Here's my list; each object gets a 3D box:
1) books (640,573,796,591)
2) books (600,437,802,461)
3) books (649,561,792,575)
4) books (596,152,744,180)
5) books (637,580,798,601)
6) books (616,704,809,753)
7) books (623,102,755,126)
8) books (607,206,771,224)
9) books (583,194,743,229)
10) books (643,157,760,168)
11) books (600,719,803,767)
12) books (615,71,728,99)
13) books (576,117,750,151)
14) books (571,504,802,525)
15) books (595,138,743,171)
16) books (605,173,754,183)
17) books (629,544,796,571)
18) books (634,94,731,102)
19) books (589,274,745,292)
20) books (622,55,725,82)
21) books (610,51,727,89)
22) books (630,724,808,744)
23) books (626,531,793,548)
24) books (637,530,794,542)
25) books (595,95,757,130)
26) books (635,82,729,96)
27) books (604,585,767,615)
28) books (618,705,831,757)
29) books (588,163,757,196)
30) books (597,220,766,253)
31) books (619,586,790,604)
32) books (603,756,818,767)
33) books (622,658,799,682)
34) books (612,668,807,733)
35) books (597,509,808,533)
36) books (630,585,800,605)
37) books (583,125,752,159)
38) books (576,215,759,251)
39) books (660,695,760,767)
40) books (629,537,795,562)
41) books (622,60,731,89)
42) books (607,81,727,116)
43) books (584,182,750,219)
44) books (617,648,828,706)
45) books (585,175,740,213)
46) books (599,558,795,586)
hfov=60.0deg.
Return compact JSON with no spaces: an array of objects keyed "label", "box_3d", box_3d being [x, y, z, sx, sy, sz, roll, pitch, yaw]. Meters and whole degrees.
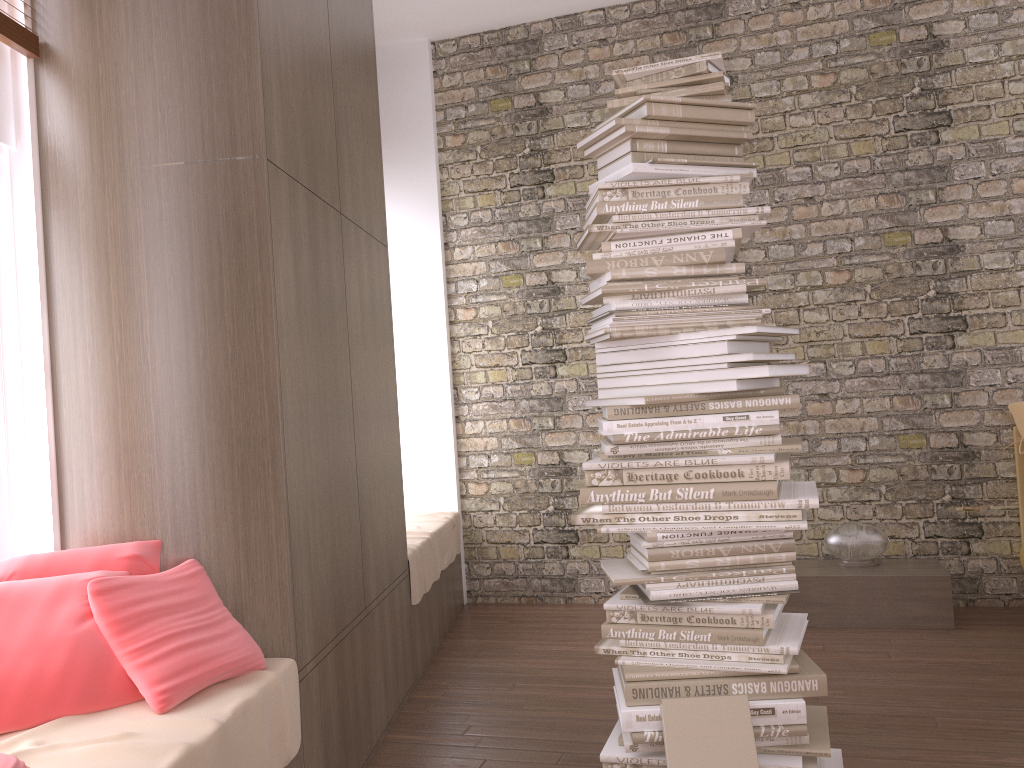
[{"label":"books","box_3d":[0.554,0.533,2.518,0.405,0.018,0.300,-4,-1,-2]},{"label":"books","box_3d":[0.556,0.188,2.573,0.542,0.020,0.320,-4,-1,18]},{"label":"books","box_3d":[0.561,0.501,2.532,0.385,0.008,0.274,-4,-1,-2]},{"label":"books","box_3d":[0.462,-0.627,2.605,0.371,0.036,0.211,-3,-1,-22]},{"label":"books","box_3d":[0.560,0.554,2.512,0.396,0.024,0.310,-4,-1,-2]},{"label":"books","box_3d":[0.536,0.930,2.467,0.469,0.028,0.368,-4,-1,3]},{"label":"books","box_3d":[0.476,-0.746,2.581,0.351,0.036,0.275,-3,-1,-22]},{"label":"books","box_3d":[0.486,-0.461,2.584,0.434,0.019,0.324,-4,-1,-2]},{"label":"books","box_3d":[0.424,-0.486,2.569,0.401,0.035,0.315,-4,-1,-2]},{"label":"books","box_3d":[0.486,-0.606,2.574,0.351,0.010,0.284,-3,-1,-22]},{"label":"books","box_3d":[0.535,0.973,2.455,0.510,0.020,0.399,-4,-1,18]},{"label":"books","box_3d":[0.468,-0.847,2.589,0.303,0.015,0.202,-4,-1,18]},{"label":"books","box_3d":[0.434,-0.714,2.577,0.435,0.019,0.248,-3,-1,-22]},{"label":"books","box_3d":[0.516,0.358,2.567,0.612,0.028,0.399,-4,-1,18]},{"label":"books","box_3d":[0.460,-0.665,2.606,0.371,0.036,0.211,-3,-1,-22]},{"label":"books","box_3d":[0.463,-0.566,2.593,0.416,0.015,0.245,-4,-1,-2]},{"label":"books","box_3d":[0.555,0.476,2.514,0.396,0.024,0.310,-4,-1,-2]},{"label":"books","box_3d":[0.476,-0.792,2.585,0.272,0.023,0.201,-4,-1,-2]},{"label":"books","box_3d":[0.442,-0.288,2.569,0.395,0.009,0.233,-4,-1,-7]},{"label":"books","box_3d":[0.476,-0.891,2.579,0.277,0.008,0.216,-4,-1,18]},{"label":"books","box_3d":[0.460,-0.902,2.590,0.313,0.014,0.204,-4,-1,18]},{"label":"books","box_3d":[0.538,0.900,2.432,0.442,0.025,0.346,-4,-1,3]},{"label":"books","box_3d":[0.546,0.420,2.520,0.405,0.018,0.300,-4,-1,-2]},{"label":"books","box_3d":[0.550,0.398,2.515,0.396,0.024,0.310,-4,-1,-2]},{"label":"books","box_3d":[0.469,-0.773,2.573,0.366,0.012,0.287,-3,-1,-22]},{"label":"books","box_3d":[0.486,-0.834,2.592,0.258,0.010,0.183,-4,-1,3]},{"label":"books","box_3d":[0.511,0.601,2.520,0.422,0.016,0.330,-4,-1,23]},{"label":"books","box_3d":[0.593,0.949,2.463,0.542,0.020,0.320,-4,-1,18]},{"label":"books","box_3d":[0.460,-0.586,2.572,0.404,0.026,0.266,-3,-1,-22]},{"label":"books","box_3d":[0.474,-0.420,2.551,0.416,0.012,0.324,-4,-1,-2]},{"label":"books","box_3d":[0.559,0.581,2.523,0.448,0.016,0.264,-4,-1,23]},{"label":"books","box_3d":[0.563,1.005,2.473,0.542,0.046,0.421,-4,-1,18]},{"label":"books","box_3d":[0.530,0.758,2.496,0.450,0.022,0.364,-4,-1,3]},{"label":"books","box_3d":[0.526,0.858,2.455,0.469,0.057,0.364,-4,-1,3]},{"label":"books","box_3d":[0.552,0.379,2.521,0.542,0.016,0.423,-4,-1,18]},{"label":"books","box_3d":[0.553,0.570,2.506,0.413,0.006,0.322,-4,-1,-2]},{"label":"books","box_3d":[0.448,-0.693,2.576,0.412,0.019,0.259,-3,-1,-22]},{"label":"books","box_3d":[0.436,-0.436,2.575,0.470,0.022,0.306,-4,-1,-2]},{"label":"books","box_3d":[0.494,0.967,2.159,0.218,0.363,0.246,-4,-1,3]},{"label":"books","box_3d":[0.553,0.446,2.514,0.396,0.033,0.310,-4,-1,-2]},{"label":"books","box_3d":[0.480,-0.871,2.589,0.260,0.029,0.193,-4,-1,33]},{"label":"books","box_3d":[0.459,-0.815,2.594,0.327,0.023,0.198,-4,-1,18]},{"label":"books","box_3d":[0.439,-0.523,2.591,0.416,0.035,0.323,-4,-1,-2]},{"label":"books","box_3d":[0.562,0.797,2.466,0.518,0.057,0.341,-4,-1,3]},{"label":"books","box_3d":[0.423,-0.548,2.572,0.392,0.015,0.306,-4,-1,-2]},{"label":"books","box_3d":[0.511,0.518,2.519,0.488,0.018,0.296,-4,-1,-2]}]
